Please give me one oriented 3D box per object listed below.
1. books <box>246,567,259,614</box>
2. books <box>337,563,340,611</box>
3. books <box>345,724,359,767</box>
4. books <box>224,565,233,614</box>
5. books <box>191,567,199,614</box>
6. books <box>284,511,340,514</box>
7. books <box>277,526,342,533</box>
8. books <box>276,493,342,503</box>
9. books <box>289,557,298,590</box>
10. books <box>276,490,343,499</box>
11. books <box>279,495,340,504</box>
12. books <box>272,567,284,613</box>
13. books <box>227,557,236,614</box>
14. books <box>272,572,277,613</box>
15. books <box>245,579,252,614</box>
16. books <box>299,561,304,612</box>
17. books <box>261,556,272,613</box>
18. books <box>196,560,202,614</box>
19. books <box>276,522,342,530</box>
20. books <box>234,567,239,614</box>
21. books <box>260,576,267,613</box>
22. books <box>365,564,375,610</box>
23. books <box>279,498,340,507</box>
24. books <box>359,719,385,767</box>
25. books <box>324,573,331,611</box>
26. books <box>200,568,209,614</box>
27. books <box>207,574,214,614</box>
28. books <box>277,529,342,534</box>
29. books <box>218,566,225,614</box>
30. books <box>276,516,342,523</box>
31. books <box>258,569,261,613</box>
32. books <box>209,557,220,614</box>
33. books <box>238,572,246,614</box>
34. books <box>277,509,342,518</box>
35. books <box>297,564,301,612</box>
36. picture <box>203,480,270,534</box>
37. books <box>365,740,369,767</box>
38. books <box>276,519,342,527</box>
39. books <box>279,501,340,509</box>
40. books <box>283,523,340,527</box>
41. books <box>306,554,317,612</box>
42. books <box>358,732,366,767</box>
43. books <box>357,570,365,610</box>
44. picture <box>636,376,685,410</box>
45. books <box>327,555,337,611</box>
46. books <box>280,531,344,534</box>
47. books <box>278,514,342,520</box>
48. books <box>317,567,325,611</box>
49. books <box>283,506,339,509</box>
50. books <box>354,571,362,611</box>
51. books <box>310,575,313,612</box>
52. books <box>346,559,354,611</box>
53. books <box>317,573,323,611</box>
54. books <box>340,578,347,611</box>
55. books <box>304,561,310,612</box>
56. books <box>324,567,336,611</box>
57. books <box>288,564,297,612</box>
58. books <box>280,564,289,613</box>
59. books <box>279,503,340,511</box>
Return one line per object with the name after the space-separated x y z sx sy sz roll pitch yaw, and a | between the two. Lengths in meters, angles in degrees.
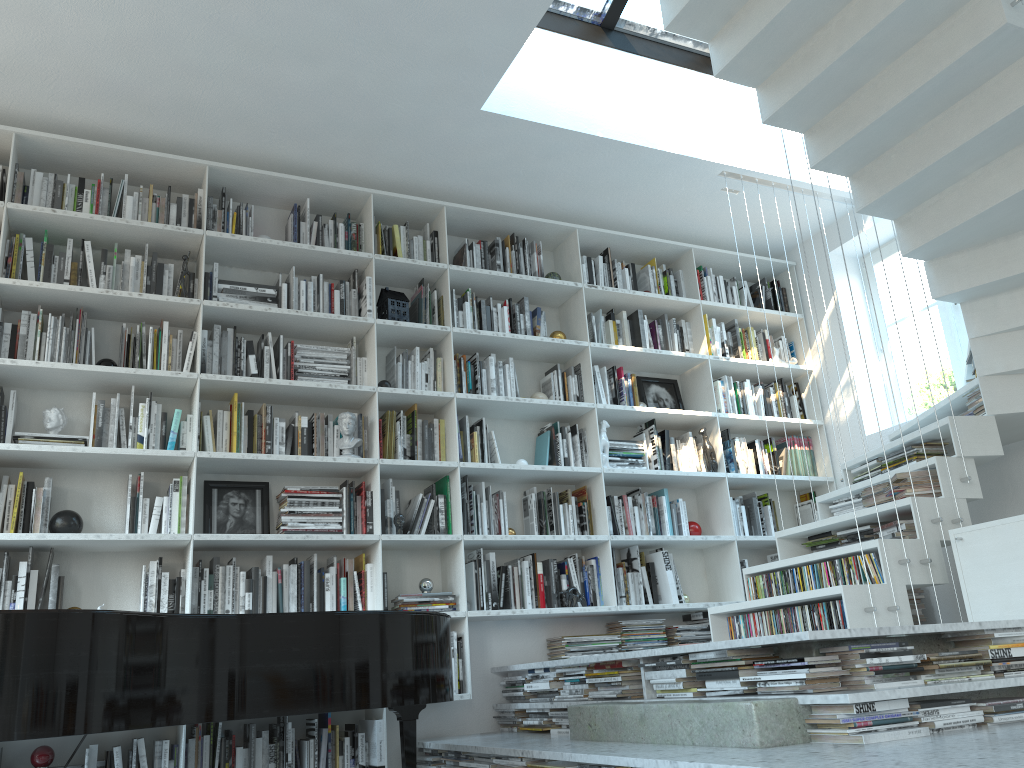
-1.184 0.965 4.038 0.029 0.237 0.166 4 -20 -25 | books
-0.845 0.992 4.221 0.014 0.255 0.145 4 -20 -25 | books
-0.725 1.674 4.011 0.013 0.255 0.177 4 -20 -25 | books
-1.289 0.954 3.995 0.027 0.245 0.180 4 -20 -25 | books
-1.421 0.948 3.946 0.029 0.243 0.154 4 -20 -25 | books
-0.976 0.635 4.270 0.254 0.012 0.161 7 -22 -30 | books
-0.971 0.702 4.248 0.285 0.012 0.160 3 -20 -20 | books
-0.985 0.556 4.302 0.285 0.012 0.160 4 -20 -23 | books
-1.024 0.964 4.146 0.014 0.285 0.135 4 -20 -25 | books
-0.983 0.543 4.300 0.285 0.012 0.160 7 -22 -30 | books
-0.982 0.566 4.295 0.254 0.012 0.161 6 -21 -29 | books
-1.084 0.978 4.097 0.031 0.236 0.159 4 -20 -25 | books
-1.271 0.937 4.006 0.013 0.281 0.167 4 -20 -25 | books
-1.111 0.986 4.090 0.025 0.219 0.140 4 -20 -25 | books
-1.205 0.986 4.011 0.029 0.183 0.175 4 -20 -25 | books
-0.995 0.972 4.138 0.010 0.260 0.182 4 -20 -25 | books
-1.132 0.948 4.083 0.026 0.290 0.152 4 -20 -25 | books
-1.401 0.933 3.953 0.011 0.274 0.146 4 -20 -25 | books
-0.978 0.683 4.265 0.285 0.012 0.160 5 -21 -25 | books
-1.262 0.962 4.023 0.021 0.243 0.142 4 -20 -25 | books
-1.146 0.987 4.046 0.023 0.196 0.165 4 -20 -25 | books
-0.700 0.999 4.258 0.033 0.245 0.177 4 -20 -25 | books
-0.982 0.579 4.293 0.254 0.012 0.161 6 -21 -28 | books
-0.630 1.654 3.993 0.038 0.268 0.278 4 -20 -25 | books
-0.886 1.006 4.173 0.023 0.203 0.168 4 -20 -25 | books
-1.378 0.950 3.945 0.027 0.233 0.168 4 -20 -25 | books
-1.359 0.968 3.963 0.024 0.207 0.170 4 -20 -25 | books
-0.974 0.716 4.252 0.285 0.012 0.160 5 -21 -26 | books
-1.319 0.957 4.000 0.024 0.246 0.132 4 -20 -25 | books
-0.977 0.659 4.269 0.285 0.012 0.160 4 -20 -23 | books
-1.169 0.973 4.054 0.013 0.229 0.139 4 -20 -25 | books
-1.346 0.937 4.000 0.027 0.289 0.141 4 -20 -25 | books
-1.231 0.970 4.010 0.023 0.216 0.175 4 -20 -25 | books
-0.977 0.623 4.274 0.285 0.012 0.160 3 -20 -20 | books
-1.009 0.979 4.141 0.011 0.251 0.159 4 -20 -25 | books
-1.300 0.602 4.188 0.300 0.298 0.078 5 -20 -25 | picture
-0.683 1.715 4.025 0.023 0.181 0.149 4 -20 -25 | books
-0.978 0.671 4.267 0.285 0.012 0.160 4 -20 -24 | books
-0.981 0.589 4.287 0.254 0.012 0.161 6 -21 -29 | books
-0.972 0.691 4.252 0.254 0.012 0.161 7 -22 -30 | books
-0.941 0.959 4.166 0.012 0.295 0.178 4 -20 -25 | books
-0.703 1.692 4.009 0.029 0.217 0.191 4 -20 -25 | books
-0.731 1.012 4.244 0.011 0.215 0.166 4 -20 -25 | books
0.923 0.098 5.476 0.300 0.298 0.078 5 -20 -25 | picture
-0.856 0.970 4.214 0.014 0.292 0.138 4 -20 -25 | books
-0.969 0.724 4.240 0.285 0.012 0.160 7 -22 -30 | books
-0.975 0.646 4.266 0.285 0.012 0.160 3 -20 -20 | books
-0.909 0.994 4.180 0.014 0.234 0.154 4 -20 -25 | books
-0.979 0.613 4.282 0.254 0.012 0.161 4 -20 -22 | books
-0.754 1.012 4.231 0.042 0.211 0.169 4 -20 -25 | books
-0.957 1.006 4.153 0.021 0.202 0.128 4 -20 -25 | books
-0.792 0.984 4.235 0.026 0.271 0.175 4 -20 -25 | books
-0.921 1.002 4.158 0.024 0.206 0.183 4 -20 -25 | books
-0.816 1.020 4.196 0.023 0.182 0.169 4 -20 -25 | books
-0.975 0.970 4.140 0.028 0.263 0.162 4 -20 -25 | books
-0.866 0.993 4.187 0.023 0.233 0.175 4 -20 -25 | books
-1.031 0.974 4.111 0.026 0.244 0.192 4 -20 -25 | books
-1.066 0.977 4.125 0.025 0.253 0.136 4 -20 -25 | books
-0.981 0.602 4.285 0.254 0.012 0.161 6 -21 -28 | books
